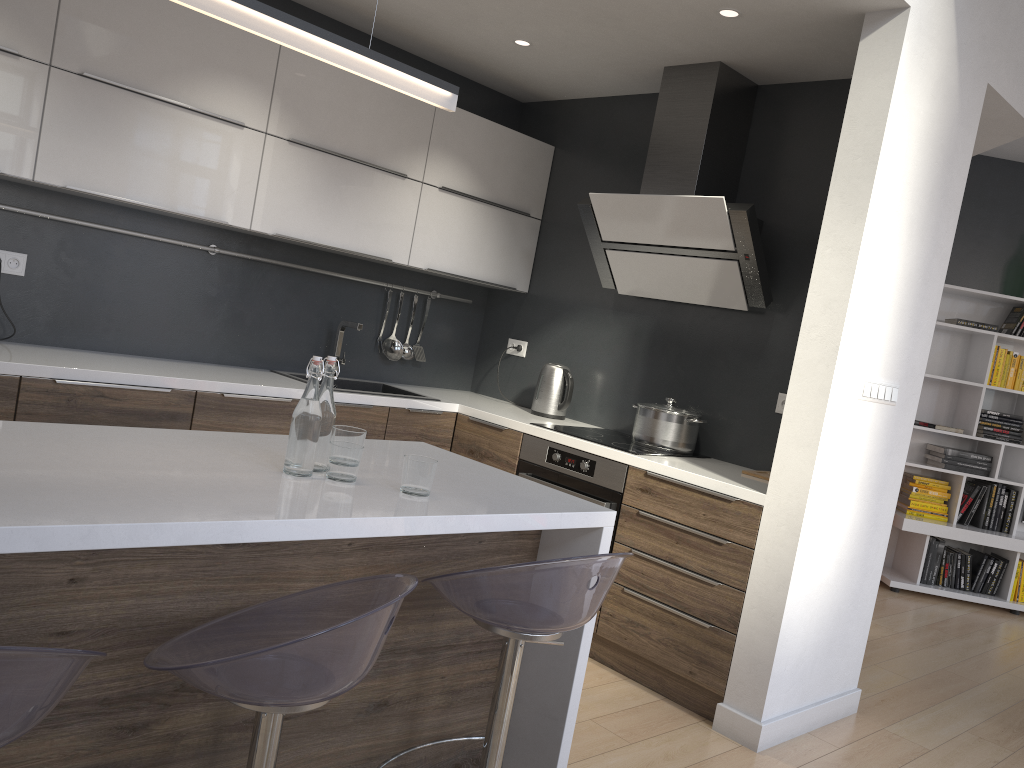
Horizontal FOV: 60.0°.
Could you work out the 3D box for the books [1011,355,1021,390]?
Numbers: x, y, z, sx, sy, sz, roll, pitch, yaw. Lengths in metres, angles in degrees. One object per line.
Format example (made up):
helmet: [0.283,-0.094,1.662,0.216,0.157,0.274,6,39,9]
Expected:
books: [3.360,-0.083,5.999,0.023,0.239,0.169,11,4,0]

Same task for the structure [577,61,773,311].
structure: [0.752,-0.874,3.896,0.407,0.998,0.898,7,5,-45]

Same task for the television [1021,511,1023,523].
television: [4.089,0.780,6.077,1.102,0.704,0.207,11,4,0]

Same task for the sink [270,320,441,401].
sink: [-0.726,-0.021,4.157,0.626,0.518,0.512,7,5,-45]

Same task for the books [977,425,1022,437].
books: [3.273,0.309,6.026,0.266,0.030,0.209,10,4,-1]

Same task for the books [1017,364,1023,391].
books: [3.410,-0.072,5.999,0.024,0.234,0.172,11,4,0]

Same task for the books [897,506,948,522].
books: [2.803,0.886,6.067,0.270,0.029,0.204,11,4,5]

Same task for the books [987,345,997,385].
books: [3.178,-0.132,5.985,0.029,0.270,0.204,11,4,0]

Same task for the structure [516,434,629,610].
structure: [0.382,0.581,3.901,0.584,0.588,0.587,7,5,-45]

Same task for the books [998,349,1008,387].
books: [3.268,-0.111,6.001,0.015,0.263,0.199,11,4,0]

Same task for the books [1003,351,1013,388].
books: [3.306,-0.100,5.999,0.019,0.251,0.180,11,4,0]

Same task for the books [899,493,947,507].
books: [2.816,0.793,6.090,0.263,0.015,0.198,11,4,3]

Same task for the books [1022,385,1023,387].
books: [3.503,0.024,5.993,0.196,0.011,0.148,11,4,0]

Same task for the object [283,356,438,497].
object: [-0.321,0.094,1.983,0.323,0.267,0.148,11,4,10]

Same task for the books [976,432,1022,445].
books: [3.269,0.364,6.010,0.263,0.026,0.189,10,4,-1]

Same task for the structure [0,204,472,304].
structure: [-1.293,-0.583,3.861,3.000,0.045,0.050,7,5,-45]

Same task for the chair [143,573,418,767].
chair: [-0.451,0.695,1.576,0.434,0.787,0.475,11,4,8]

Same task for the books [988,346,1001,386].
books: [3.205,-0.128,5.994,0.025,0.270,0.213,11,4,0]

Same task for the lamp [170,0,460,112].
lamp: [-0.429,-1.081,1.802,0.998,0.756,0.020,7,5,-45]

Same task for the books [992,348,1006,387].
books: [3.238,-0.115,5.999,0.044,0.255,0.198,11,4,0]

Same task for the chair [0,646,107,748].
chair: [-0.852,0.645,1.202,0.475,0.787,0.434,9,4,-27]

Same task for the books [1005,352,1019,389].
books: [3.333,-0.094,5.997,0.035,0.250,0.185,11,4,0]

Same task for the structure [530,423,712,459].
structure: [0.477,0.249,3.912,0.550,0.006,0.600,7,5,-45]

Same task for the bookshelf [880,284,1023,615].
bookshelf: [4.127,0.618,5.957,3.000,2.052,0.455,11,4,0]

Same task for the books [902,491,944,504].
books: [2.809,0.775,6.068,0.228,0.024,0.152,11,4,4]

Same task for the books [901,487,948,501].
books: [2.825,0.756,6.084,0.251,0.019,0.180,11,4,0]

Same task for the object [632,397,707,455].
object: [0.681,0.171,3.898,0.288,0.223,0.315,10,4,-4]

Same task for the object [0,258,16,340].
object: [-2.028,-0.323,3.115,0.562,0.319,0.191,7,5,-44]

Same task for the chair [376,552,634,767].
chair: [-0.024,0.721,1.995,0.434,0.838,0.475,14,5,43]

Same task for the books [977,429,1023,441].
books: [3.275,0.339,6.010,0.270,0.025,0.189,10,4,-1]

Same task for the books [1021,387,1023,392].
books: [3.498,0.047,5.991,0.190,0.033,0.147,11,4,0]

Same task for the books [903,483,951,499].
books: [2.841,0.731,6.081,0.250,0.035,0.185,11,4,3]

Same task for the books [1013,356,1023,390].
books: [3.384,-0.076,5.995,0.024,0.234,0.172,11,4,0]

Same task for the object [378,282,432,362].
object: [-0.559,-0.312,4.625,0.320,0.389,0.069,7,5,-43]

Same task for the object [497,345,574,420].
object: [0.119,-0.018,4.546,0.179,0.318,0.590,8,5,-38]

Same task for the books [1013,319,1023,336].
books: [3.407,-0.416,5.976,0.087,0.214,0.171,11,4,1]

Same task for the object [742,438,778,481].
object: [1.136,0.240,3.506,0.221,0.316,0.330,7,5,-45]

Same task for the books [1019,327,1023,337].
books: [3.435,-0.410,5.963,0.074,0.212,0.154,10,4,-1]

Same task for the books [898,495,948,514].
books: [2.812,0.824,6.077,0.255,0.044,0.198,11,4,0]

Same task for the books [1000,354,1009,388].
books: [3.283,-0.090,5.981,0.024,0.229,0.156,11,4,0]
